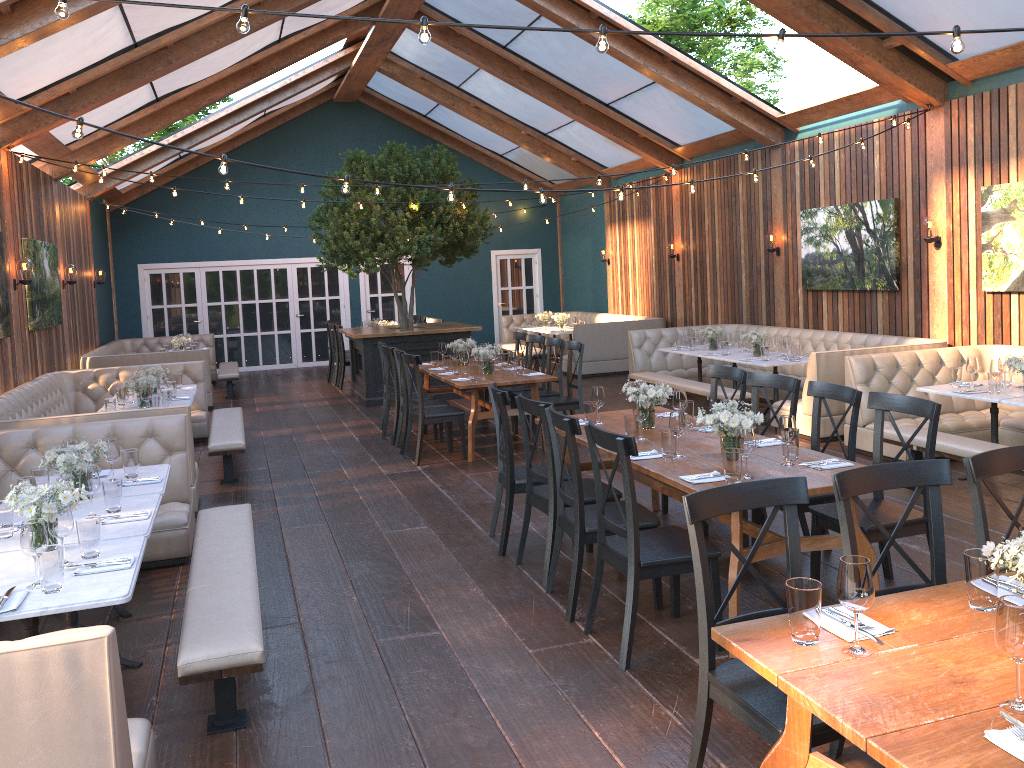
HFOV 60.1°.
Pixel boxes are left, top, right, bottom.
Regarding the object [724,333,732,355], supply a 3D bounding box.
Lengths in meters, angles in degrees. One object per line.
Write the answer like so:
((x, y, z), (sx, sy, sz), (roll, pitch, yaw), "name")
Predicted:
((2.504, -0.464, 10.237), (0.092, 0.243, 0.093), (0, 5, 30), "object")

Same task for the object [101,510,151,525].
((-1.839, 0.625, 4.162), (0.255, 0.019, 0.158), (-5, 8, -17), "object")

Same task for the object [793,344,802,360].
((3.038, -0.341, 9.414), (0.092, 0.157, 0.092), (-1, 5, 19), "object")

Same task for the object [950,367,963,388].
((3.504, -0.051, 6.968), (0.092, 0.157, 0.092), (-5, 5, -31), "object")

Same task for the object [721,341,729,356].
((2.442, -0.407, 10.151), (0.092, 0.157, 0.092), (-5, 5, -31), "object")

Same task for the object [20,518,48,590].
((-1.754, 0.623, 3.255), (0.092, 0.243, 0.093), (-1, 4, 25), "object")

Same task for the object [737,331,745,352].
((2.699, -0.497, 10.424), (0.092, 0.243, 0.093), (0, 5, 30), "object")

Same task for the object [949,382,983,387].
((3.643, 0.000, 7.067), (0.157, 0.019, 0.256), (-5, 8, -17), "object")

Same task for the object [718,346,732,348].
((2.621, -0.472, 11.145), (0.255, 0.019, 0.158), (-5, 8, -17), "object")

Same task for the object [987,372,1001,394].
((3.589, -0.005, 6.582), (0.092, 0.157, 0.092), (-5, 5, -31), "object")

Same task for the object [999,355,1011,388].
((3.830, -0.097, 6.879), (0.092, 0.243, 0.093), (0, 5, 30), "object")

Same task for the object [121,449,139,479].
((-2.179, 0.456, 5.057), (0.092, 0.157, 0.092), (-5, 5, -31), "object")

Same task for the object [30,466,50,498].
((-2.486, 0.520, 4.669), (0.092, 0.157, 0.092), (-5, 5, -31), "object")

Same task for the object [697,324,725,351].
((2.448, -0.568, 10.819), (0.336, 0.308, 0.331), (-3, 6, -5), "object")

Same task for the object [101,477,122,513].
((-1.937, 0.542, 4.294), (0.092, 0.157, 0.092), (-5, 5, -31), "object")

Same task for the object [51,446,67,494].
((-2.424, 0.463, 4.755), (0.092, 0.243, 0.093), (0, 5, 30), "object")

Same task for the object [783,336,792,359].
((2.948, -0.388, 9.475), (0.092, 0.243, 0.093), (0, 5, 30), "object")

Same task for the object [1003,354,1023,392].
((3.809, -0.081, 6.506), (0.329, 0.308, 0.338), (-2, 6, 5), "object")

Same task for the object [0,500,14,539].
((-2.259, 0.604, 3.931), (0.092, 0.157, 0.092), (-5, 5, -31), "object")

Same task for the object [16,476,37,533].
((-2.198, 0.547, 4.017), (0.092, 0.243, 0.093), (-1, 4, 25), "object")

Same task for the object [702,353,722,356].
((2.351, -0.351, 10.292), (0.255, 0.019, 0.158), (-5, 8, -17), "object")

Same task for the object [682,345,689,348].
((2.270, -0.486, 11.375), (0.157, 0.019, 0.256), (-5, 8, -17), "object")

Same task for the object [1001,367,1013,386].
((3.896, -0.069, 6.970), (0.092, 0.157, 0.092), (-5, 5, -31), "object")

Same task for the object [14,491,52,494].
((-2.578, 0.576, 4.810), (0.255, 0.019, 0.158), (-5, 8, -17), "object")

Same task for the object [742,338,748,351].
((2.765, -0.469, 10.515), (0.092, 0.157, 0.092), (-5, 5, -31), "object")

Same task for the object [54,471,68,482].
((-2.572, 0.475, 5.056), (0.092, 0.157, 0.092), (-5, 5, -31), "object")

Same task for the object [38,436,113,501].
((-2.261, 0.444, 4.595), (0.329, 0.308, 0.338), (-2, 6, 5), "object")

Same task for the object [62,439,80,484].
((-2.485, 0.436, 4.989), (0.092, 0.243, 0.093), (0, 5, 30), "object")

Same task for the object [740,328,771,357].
((2.740, -0.465, 9.906), (0.336, 0.308, 0.331), (-3, 5, -1), "object")

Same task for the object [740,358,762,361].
((2.595, -0.266, 9.535), (0.255, 0.019, 0.158), (-5, 8, -17), "object")

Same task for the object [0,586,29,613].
((-1.797, 0.758, 3.103), (0.157, 0.019, 0.256), (-5, 8, -17), "object")

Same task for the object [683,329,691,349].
((2.217, -0.575, 11.210), (0.092, 0.243, 0.093), (0, 5, 30), "object")

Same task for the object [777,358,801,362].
((2.905, -0.253, 9.323), (0.157, 0.019, 0.256), (-5, 8, -17), "object")

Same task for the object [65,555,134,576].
((-1.611, 0.705, 3.447), (0.255, 0.019, 0.158), (-5, 8, -17), "object")

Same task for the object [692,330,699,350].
((2.278, -0.548, 10.976), (0.092, 0.243, 0.093), (0, 5, 30), "object")

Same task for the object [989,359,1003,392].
((3.651, -0.062, 6.668), (0.092, 0.243, 0.093), (0, 5, 30), "object")

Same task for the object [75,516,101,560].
((-1.710, 0.623, 3.580), (0.092, 0.157, 0.092), (-5, 5, -31), "object")

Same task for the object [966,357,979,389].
((3.590, -0.089, 6.902), (0.092, 0.243, 0.093), (0, 5, 30), "object")

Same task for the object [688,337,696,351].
((2.216, -0.491, 10.890), (0.092, 0.157, 0.092), (-5, 5, -31), "object")

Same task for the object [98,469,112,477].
((-2.432, 0.525, 5.154), (0.157, 0.019, 0.256), (-5, 8, -17), "object")

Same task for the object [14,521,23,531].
((-2.351, 0.660, 4.072), (0.255, 0.019, 0.158), (-5, 8, -17), "object")

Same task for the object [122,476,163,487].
((-2.081, 0.539, 4.924), (0.255, 0.019, 0.158), (-5, 8, -17), "object")

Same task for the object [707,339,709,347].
((2.523, -0.555, 11.277), (0.092, 0.157, 0.092), (-5, 5, -31), "object")

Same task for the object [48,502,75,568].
((-1.775, 0.595, 3.489), (0.092, 0.243, 0.093), (-1, 4, 25), "object")

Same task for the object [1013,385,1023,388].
((3.994, 0.013, 6.837), (0.255, 0.019, 0.158), (-5, 8, -17), "object")

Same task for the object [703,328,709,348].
((2.457, -0.583, 11.186), (0.092, 0.243, 0.093), (0, 5, 30), "object")

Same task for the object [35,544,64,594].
((-1.663, 0.670, 3.193), (0.092, 0.157, 0.092), (-5, 5, -31), "object")

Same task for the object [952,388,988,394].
((3.497, 0.051, 6.723), (0.255, 0.019, 0.158), (-5, 8, -17), "object")

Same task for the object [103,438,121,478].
((-2.245, 0.428, 4.966), (0.092, 0.243, 0.093), (0, 5, 30), "object")

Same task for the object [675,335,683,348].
((2.130, -0.536, 11.276), (0.092, 0.157, 0.092), (-5, 5, -31), "object")

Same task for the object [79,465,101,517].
((-2.003, 0.514, 4.204), (0.092, 0.243, 0.093), (-1, 4, 25), "object")

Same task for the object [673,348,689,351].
((2.124, -0.435, 11.031), (0.255, 0.019, 0.158), (-5, 8, -17), "object")
